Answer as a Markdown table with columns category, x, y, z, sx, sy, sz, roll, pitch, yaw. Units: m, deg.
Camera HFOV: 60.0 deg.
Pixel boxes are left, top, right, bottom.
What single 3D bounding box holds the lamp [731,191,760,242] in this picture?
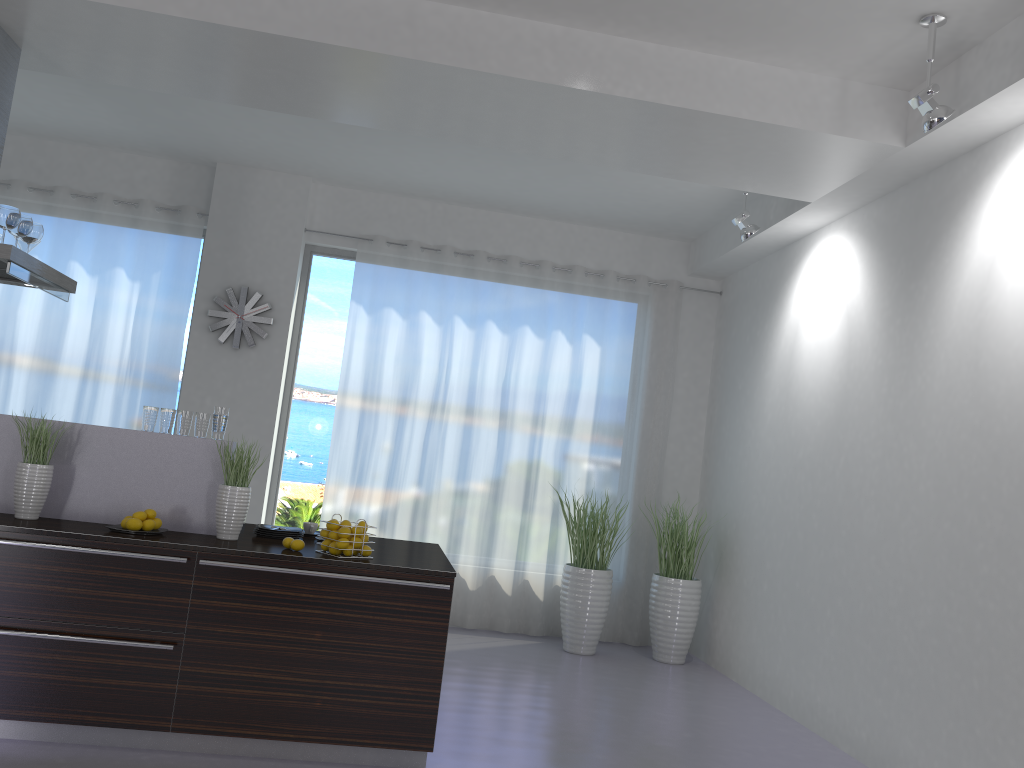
| category | x | y | z | sx | sy | sz | roll | pitch | yaw |
| --- | --- | --- | --- | --- | --- | --- | --- | --- | --- |
| lamp | 1.558 | -1.186 | 5.849 | 0.185 | 0.511 | 0.150 | 8 | -6 | -8 |

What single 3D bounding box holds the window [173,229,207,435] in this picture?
| category | x | y | z | sx | sy | sz | roll | pitch | yaw |
| --- | --- | --- | --- | --- | --- | --- | --- | --- | --- |
| window | -4.102 | -0.232 | 7.078 | 3.000 | 2.500 | 0.100 | 8 | -6 | -8 |

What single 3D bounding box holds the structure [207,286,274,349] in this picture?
| category | x | y | z | sx | sy | sz | roll | pitch | yaw |
| --- | --- | --- | --- | --- | --- | --- | --- | --- | --- |
| structure | -2.156 | -0.530 | 7.043 | 0.505 | 0.505 | 0.076 | 8 | -6 | -8 |

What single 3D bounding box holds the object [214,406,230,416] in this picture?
| category | x | y | z | sx | sy | sz | roll | pitch | yaw |
| --- | --- | --- | --- | --- | --- | --- | --- | --- | --- |
| object | -1.406 | 0.171 | 4.275 | 0.072 | 0.119 | 0.071 | 3 | -7 | 32 |

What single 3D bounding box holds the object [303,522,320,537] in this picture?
| category | x | y | z | sx | sy | sz | roll | pitch | yaw |
| --- | --- | --- | --- | --- | --- | --- | --- | --- | --- |
| object | -1.074 | 0.773 | 4.712 | 0.153 | 0.069 | 0.153 | 4 | -6 | 26 |

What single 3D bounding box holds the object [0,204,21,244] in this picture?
| category | x | y | z | sx | sy | sz | roll | pitch | yaw |
| --- | --- | --- | --- | --- | --- | --- | --- | --- | --- |
| object | -2.522 | -0.771 | 4.408 | 0.125 | 0.221 | 0.125 | 5 | -6 | 17 |

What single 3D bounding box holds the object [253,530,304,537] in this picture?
| category | x | y | z | sx | sy | sz | roll | pitch | yaw |
| --- | --- | --- | --- | --- | --- | --- | --- | --- | --- |
| object | -1.170 | 0.749 | 4.447 | 0.232 | 0.020 | 0.232 | 7 | -6 | 1 |

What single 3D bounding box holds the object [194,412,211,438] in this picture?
| category | x | y | z | sx | sy | sz | roll | pitch | yaw |
| --- | --- | --- | --- | --- | --- | --- | --- | --- | --- |
| object | -1.490 | 0.199 | 4.260 | 0.072 | 0.119 | 0.071 | 3 | -7 | 32 |

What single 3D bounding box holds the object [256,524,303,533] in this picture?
| category | x | y | z | sx | sy | sz | roll | pitch | yaw |
| --- | --- | --- | --- | --- | --- | --- | --- | --- | --- |
| object | -1.339 | 0.651 | 4.511 | 0.646 | 0.147 | 0.269 | 5 | -6 | 17 |

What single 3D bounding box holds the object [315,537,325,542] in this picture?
| category | x | y | z | sx | sy | sz | roll | pitch | yaw |
| --- | --- | --- | --- | --- | --- | --- | --- | --- | --- |
| object | -0.910 | 0.771 | 4.495 | 0.153 | 0.069 | 0.153 | 11 | -7 | -34 |

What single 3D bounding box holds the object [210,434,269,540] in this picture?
| category | x | y | z | sx | sy | sz | roll | pitch | yaw |
| --- | --- | --- | --- | --- | --- | --- | --- | --- | --- |
| object | -1.267 | 0.467 | 4.094 | 0.247 | 0.502 | 0.269 | 3 | -7 | 35 |

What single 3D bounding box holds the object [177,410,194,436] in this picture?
| category | x | y | z | sx | sy | sz | roll | pitch | yaw |
| --- | --- | --- | --- | --- | --- | --- | --- | --- | --- |
| object | -1.570 | 0.188 | 4.250 | 0.072 | 0.119 | 0.071 | 3 | -7 | 32 |

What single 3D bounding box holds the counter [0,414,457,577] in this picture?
| category | x | y | z | sx | sy | sz | roll | pitch | yaw |
| --- | --- | --- | --- | --- | --- | --- | --- | --- | --- |
| counter | -1.975 | 0.859 | 4.265 | 3.291 | 1.300 | 1.302 | 8 | -6 | -8 |

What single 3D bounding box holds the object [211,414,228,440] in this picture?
| category | x | y | z | sx | sy | sz | roll | pitch | yaw |
| --- | --- | --- | --- | --- | --- | --- | --- | --- | --- |
| object | -1.411 | 0.210 | 4.271 | 0.072 | 0.119 | 0.071 | 3 | -7 | 32 |

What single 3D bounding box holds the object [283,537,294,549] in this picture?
| category | x | y | z | sx | sy | sz | roll | pitch | yaw |
| --- | --- | --- | --- | --- | --- | --- | --- | --- | --- |
| object | -1.004 | 0.717 | 3.996 | 0.053 | 0.051 | 0.063 | 11 | -7 | -39 |

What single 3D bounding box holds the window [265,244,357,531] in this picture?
| category | x | y | z | sx | sy | sz | roll | pitch | yaw |
| --- | --- | --- | --- | --- | --- | --- | --- | --- | --- |
| window | -0.418 | 0.259 | 7.576 | 3.000 | 2.500 | 0.100 | 8 | -6 | -8 |

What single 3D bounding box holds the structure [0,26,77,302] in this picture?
| category | x | y | z | sx | sy | sz | roll | pitch | yaw |
| --- | --- | --- | --- | --- | --- | --- | --- | --- | --- |
| structure | -2.865 | -1.168 | 4.648 | 0.981 | 1.231 | 0.915 | 8 | -6 | -8 |

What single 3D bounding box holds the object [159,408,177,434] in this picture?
| category | x | y | z | sx | sy | sz | roll | pitch | yaw |
| --- | --- | --- | --- | --- | --- | --- | --- | --- | --- |
| object | -1.649 | 0.178 | 4.239 | 0.072 | 0.119 | 0.071 | 3 | -7 | 32 |

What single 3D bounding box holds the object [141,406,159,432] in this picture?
| category | x | y | z | sx | sy | sz | roll | pitch | yaw |
| --- | --- | --- | --- | --- | --- | --- | --- | --- | --- |
| object | -1.728 | 0.167 | 4.228 | 0.071 | 0.119 | 0.072 | 2 | -8 | 42 |

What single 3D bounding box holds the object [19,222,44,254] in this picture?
| category | x | y | z | sx | sy | sz | roll | pitch | yaw |
| --- | --- | --- | --- | --- | --- | --- | --- | --- | --- |
| object | -2.566 | -0.747 | 4.709 | 0.125 | 0.221 | 0.125 | 5 | -6 | 17 |

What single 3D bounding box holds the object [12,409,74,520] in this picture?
| category | x | y | z | sx | sy | sz | roll | pitch | yaw |
| --- | --- | --- | --- | --- | --- | --- | --- | --- | --- |
| object | -2.137 | 0.348 | 3.952 | 0.269 | 0.502 | 0.247 | 8 | -6 | -7 |

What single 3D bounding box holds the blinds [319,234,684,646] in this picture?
| category | x | y | z | sx | sy | sz | roll | pitch | yaw |
| --- | --- | --- | --- | --- | --- | --- | --- | --- | --- |
| blinds | -0.061 | 0.472 | 7.384 | 2.830 | 3.112 | 0.120 | 8 | -6 | -8 |

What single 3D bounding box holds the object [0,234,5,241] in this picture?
| category | x | y | z | sx | sy | sz | roll | pitch | yaw |
| --- | --- | --- | --- | --- | --- | --- | --- | --- | --- |
| object | -2.885 | -0.744 | 4.886 | 0.137 | 0.174 | 0.137 | 12 | -8 | -43 |

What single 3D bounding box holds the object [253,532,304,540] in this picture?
| category | x | y | z | sx | sy | sz | roll | pitch | yaw |
| --- | --- | --- | --- | --- | --- | --- | --- | --- | --- |
| object | -1.171 | 0.759 | 4.446 | 0.232 | 0.020 | 0.232 | 7 | -6 | 1 |

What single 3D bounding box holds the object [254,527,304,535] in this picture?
| category | x | y | z | sx | sy | sz | roll | pitch | yaw |
| --- | --- | --- | --- | --- | --- | --- | --- | --- | --- |
| object | -1.169 | 0.739 | 4.448 | 0.232 | 0.020 | 0.232 | 7 | -6 | -4 |

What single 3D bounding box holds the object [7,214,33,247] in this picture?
| category | x | y | z | sx | sy | sz | roll | pitch | yaw |
| --- | --- | --- | --- | --- | --- | --- | --- | --- | --- |
| object | -2.545 | -0.759 | 4.563 | 0.125 | 0.221 | 0.125 | 5 | -6 | 17 |

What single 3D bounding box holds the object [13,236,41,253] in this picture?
| category | x | y | z | sx | sy | sz | roll | pitch | yaw |
| --- | --- | --- | --- | --- | --- | --- | --- | --- | --- |
| object | -2.699 | -0.719 | 4.911 | 0.137 | 0.174 | 0.137 | 12 | -8 | -43 |

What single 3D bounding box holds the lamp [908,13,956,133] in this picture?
| category | x | y | z | sx | sy | sz | roll | pitch | yaw |
| --- | --- | --- | --- | --- | --- | --- | --- | --- | --- |
| lamp | 1.846 | -1.346 | 3.877 | 0.185 | 0.511 | 0.150 | 8 | -6 | -8 |

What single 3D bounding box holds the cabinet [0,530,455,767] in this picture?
| category | x | y | z | sx | sy | sz | roll | pitch | yaw |
| --- | --- | --- | --- | --- | --- | --- | --- | --- | --- |
| cabinet | -2.002 | 1.080 | 4.232 | 3.285 | 0.852 | 1.377 | 8 | -6 | -8 |

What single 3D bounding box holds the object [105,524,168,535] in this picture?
| category | x | y | z | sx | sy | sz | roll | pitch | yaw |
| --- | --- | --- | --- | --- | --- | --- | --- | --- | --- |
| object | -1.663 | 0.647 | 3.932 | 0.232 | 0.020 | 0.232 | 7 | -6 | 1 |

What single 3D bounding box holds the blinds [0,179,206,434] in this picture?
| category | x | y | z | sx | sy | sz | roll | pitch | yaw |
| --- | --- | --- | --- | --- | --- | --- | --- | --- | --- |
| blinds | -4.252 | -0.087 | 6.817 | 3.245 | 3.112 | 0.120 | 8 | -6 | -8 |
